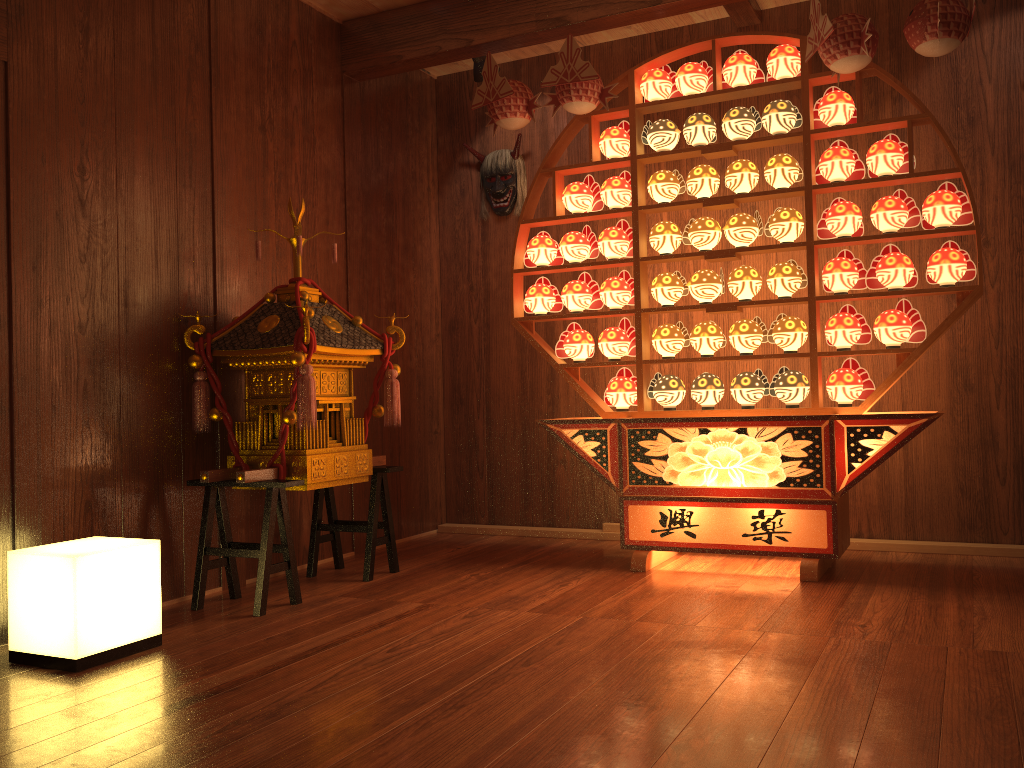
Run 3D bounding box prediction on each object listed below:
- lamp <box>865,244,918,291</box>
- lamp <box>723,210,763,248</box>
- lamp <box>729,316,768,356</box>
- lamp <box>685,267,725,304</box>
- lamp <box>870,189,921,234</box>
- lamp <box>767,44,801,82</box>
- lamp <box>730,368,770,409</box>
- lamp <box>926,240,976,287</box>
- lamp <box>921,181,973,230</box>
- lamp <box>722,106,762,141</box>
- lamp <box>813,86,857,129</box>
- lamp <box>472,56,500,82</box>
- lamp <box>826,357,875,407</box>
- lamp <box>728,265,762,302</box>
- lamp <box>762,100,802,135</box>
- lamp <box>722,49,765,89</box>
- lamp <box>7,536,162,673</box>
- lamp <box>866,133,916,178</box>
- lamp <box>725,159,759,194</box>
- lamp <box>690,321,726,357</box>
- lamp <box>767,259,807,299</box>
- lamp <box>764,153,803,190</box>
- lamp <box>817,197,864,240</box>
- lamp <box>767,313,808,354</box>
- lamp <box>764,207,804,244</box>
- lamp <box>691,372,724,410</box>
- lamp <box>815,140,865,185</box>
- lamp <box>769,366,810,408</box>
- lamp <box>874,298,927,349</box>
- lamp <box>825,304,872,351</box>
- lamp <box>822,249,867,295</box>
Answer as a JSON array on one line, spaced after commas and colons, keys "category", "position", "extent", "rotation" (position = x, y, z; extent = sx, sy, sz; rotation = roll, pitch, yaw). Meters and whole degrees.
[{"category": "lamp", "position": [1.479, -0.455, 3.412], "extent": [0.198, 0.200, 0.159], "rotation": [-2, -1, 11]}, {"category": "lamp", "position": [0.945, -0.640, 3.673], "extent": [0.159, 0.167, 0.137], "rotation": [-1, -1, -9]}, {"category": "lamp", "position": [0.960, -0.199, 3.653], "extent": [0.162, 0.167, 0.135], "rotation": [-1, -1, -34]}, {"category": "lamp", "position": [0.807, -0.411, 3.731], "extent": [0.157, 0.161, 0.139], "rotation": [-2, -1, 1]}, {"category": "lamp", "position": [1.457, -0.670, 3.426], "extent": [0.162, 0.191, 0.175], "rotation": [-1, -1, -34]}, {"category": "lamp", "position": [1.102, -1.317, 3.590], "extent": [0.183, 0.188, 0.162], "rotation": [-2, -1, 31]}, {"category": "lamp", "position": [0.966, 0.020, 3.649], "extent": [0.162, 0.167, 0.135], "rotation": [-1, -1, -34]}, {"category": "lamp", "position": [1.639, -0.457, 3.337], "extent": [0.176, 0.192, 0.162], "rotation": [-2, -1, 36]}, {"category": "lamp", "position": [1.624, -0.681, 3.346], "extent": [0.193, 0.200, 0.162], "rotation": [-2, -1, 41]}, {"category": "lamp", "position": [0.935, -1.080, 3.673], "extent": [0.161, 0.167, 0.135], "rotation": [-1, -1, -24]}, {"category": "lamp", "position": [1.286, -1.109, 3.505], "extent": [0.198, 0.200, 0.159], "rotation": [-2, -1, 11]}, {"category": "lamp", "position": [-0.130, -1.536, 4.243], "extent": [0.134, 0.176, 0.177], "rotation": [-2, -1, 12]}, {"category": "lamp", "position": [1.310, -0.008, 3.491], "extent": [0.188, 0.197, 0.162], "rotation": [-2, -1, 41]}, {"category": "lamp", "position": [0.961, -0.420, 3.651], "extent": [0.137, 0.167, 0.159], "rotation": [-2, -1, 12]}, {"category": "lamp", "position": [1.083, -1.089, 3.598], "extent": [0.135, 0.173, 0.162], "rotation": [-2, -1, 41]}, {"category": "lamp", "position": [0.943, -1.317, 3.664], "extent": [0.197, 0.200, 0.160], "rotation": [-2, -1, 16]}, {"category": "lamp", "position": [-1.241, 0.629, 2.579], "extent": [0.273, 0.315, 0.288], "rotation": [-2, -1, 26]}, {"category": "lamp", "position": [1.444, -0.892, 3.431], "extent": [0.183, 0.195, 0.162], "rotation": [-2, -1, 41]}, {"category": "lamp", "position": [0.953, -0.861, 3.658], "extent": [0.138, 0.167, 0.158], "rotation": [-2, -1, 7]}, {"category": "lamp", "position": [0.816, -0.191, 3.715], "extent": [0.135, 0.161, 0.161], "rotation": [-2, -1, 26]}, {"category": "lamp", "position": [1.100, -0.428, 3.587], "extent": [0.135, 0.173, 0.162], "rotation": [-2, -1, 41]}, {"category": "lamp", "position": [1.093, -0.869, 3.592], "extent": [0.135, 0.173, 0.162], "rotation": [-2, -1, 31]}, {"category": "lamp", "position": [1.312, -0.663, 3.491], "extent": [0.188, 0.187, 0.158], "rotation": [-2, -1, 6]}, {"category": "lamp", "position": [1.128, -0.208, 3.574], "extent": [0.141, 0.173, 0.155], "rotation": [-1, -1, -9]}, {"category": "lamp", "position": [1.115, -0.649, 3.584], "extent": [0.140, 0.173, 0.156], "rotation": [-1, -1, -4]}, {"category": "lamp", "position": [0.822, 0.028, 3.713], "extent": [0.138, 0.161, 0.158], "rotation": [-2, -1, 7]}, {"category": "lamp", "position": [1.286, -0.889, 3.502], "extent": [0.195, 0.200, 0.161], "rotation": [-2, -1, 26]}, {"category": "lamp", "position": [1.135, 0.011, 3.573], "extent": [0.141, 0.173, 0.155], "rotation": [-1, -1, -9]}, {"category": "lamp", "position": [1.465, -0.234, 3.418], "extent": [0.162, 0.200, 0.194], "rotation": [-1, -1, -29]}, {"category": "lamp", "position": [1.304, -0.225, 3.491], "extent": [0.180, 0.194, 0.162], "rotation": [-2, -1, 36]}, {"category": "lamp", "position": [1.296, -0.446, 3.496], "extent": [0.183, 0.195, 0.162], "rotation": [-2, -1, 36]}]
